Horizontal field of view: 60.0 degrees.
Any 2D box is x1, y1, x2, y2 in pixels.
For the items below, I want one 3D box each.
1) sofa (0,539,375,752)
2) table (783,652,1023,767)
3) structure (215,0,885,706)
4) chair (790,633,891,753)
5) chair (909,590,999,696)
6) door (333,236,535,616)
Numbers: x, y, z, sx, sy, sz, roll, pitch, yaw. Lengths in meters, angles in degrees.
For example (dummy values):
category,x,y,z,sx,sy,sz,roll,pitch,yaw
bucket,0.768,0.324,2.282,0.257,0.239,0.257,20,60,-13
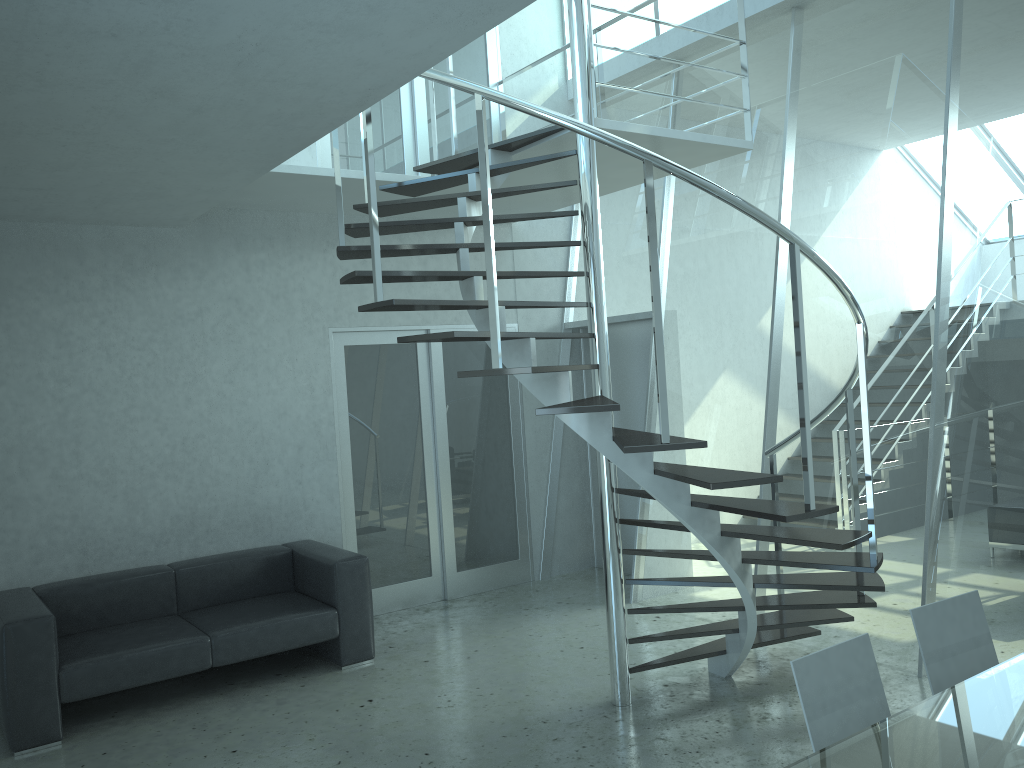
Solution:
category,x,y,z,sx,sy,sz,roll,pitch,yaw
sofa,-1.921,1.437,5.264,2.025,0.652,0.943,-4,1,-35
table,1.615,1.228,2.202,2.100,0.720,1.000,-4,1,-35
structure,0.055,-0.421,4.999,2.655,4.156,3.780,-4,1,-35
chair,1.101,1.191,2.407,0.410,0.857,0.492,-4,1,-35
chair,1.615,1.153,2.803,0.413,0.857,0.492,-4,1,-30
door,-0.446,0.261,7.542,1.162,3.200,2.576,-4,1,13
